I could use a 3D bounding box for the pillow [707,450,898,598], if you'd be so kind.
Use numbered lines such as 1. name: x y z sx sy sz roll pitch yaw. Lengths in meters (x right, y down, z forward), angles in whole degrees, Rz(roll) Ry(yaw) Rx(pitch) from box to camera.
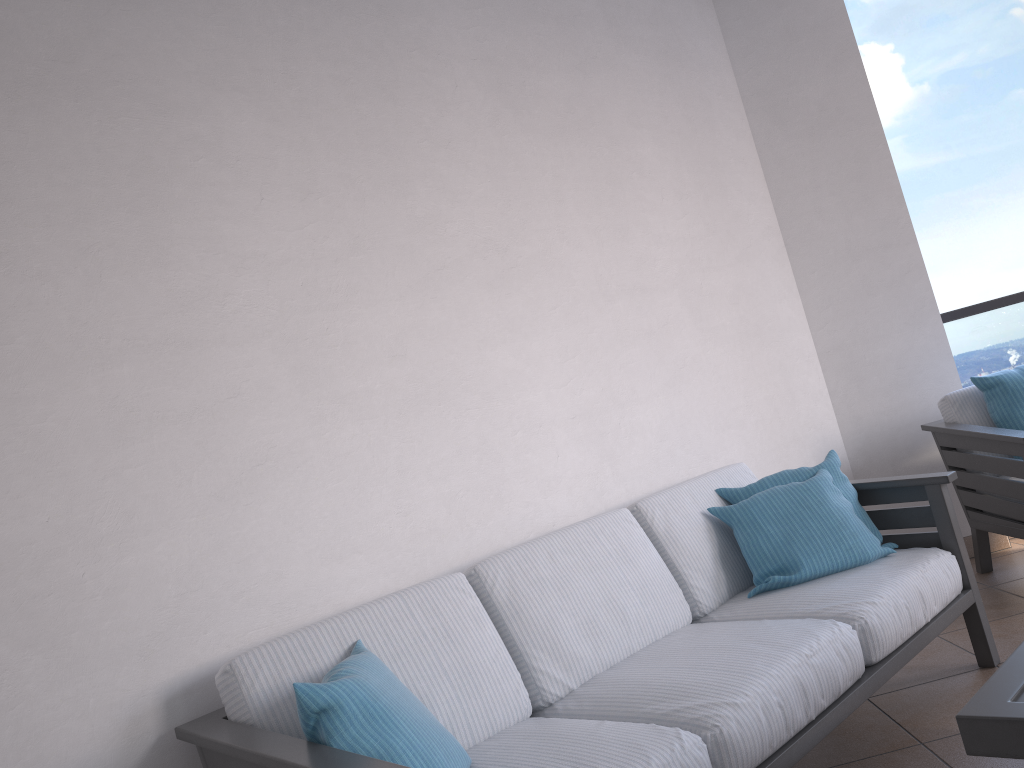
1. pillow: 0.916 0.441 2.784 0.543 0.370 0.377 -15 -4 -4

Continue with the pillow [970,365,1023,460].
1. pillow: 2.164 0.101 3.541 0.510 0.426 0.316 -15 -4 -1

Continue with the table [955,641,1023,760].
1. table: 1.395 0.546 1.475 1.260 0.473 0.710 -12 -5 -44

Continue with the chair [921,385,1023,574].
1. chair: 2.213 0.308 3.428 0.797 0.765 0.807 -15 -4 1

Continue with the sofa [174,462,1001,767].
1. sofa: 0.399 0.721 2.275 2.161 0.765 0.807 -12 -5 -44
